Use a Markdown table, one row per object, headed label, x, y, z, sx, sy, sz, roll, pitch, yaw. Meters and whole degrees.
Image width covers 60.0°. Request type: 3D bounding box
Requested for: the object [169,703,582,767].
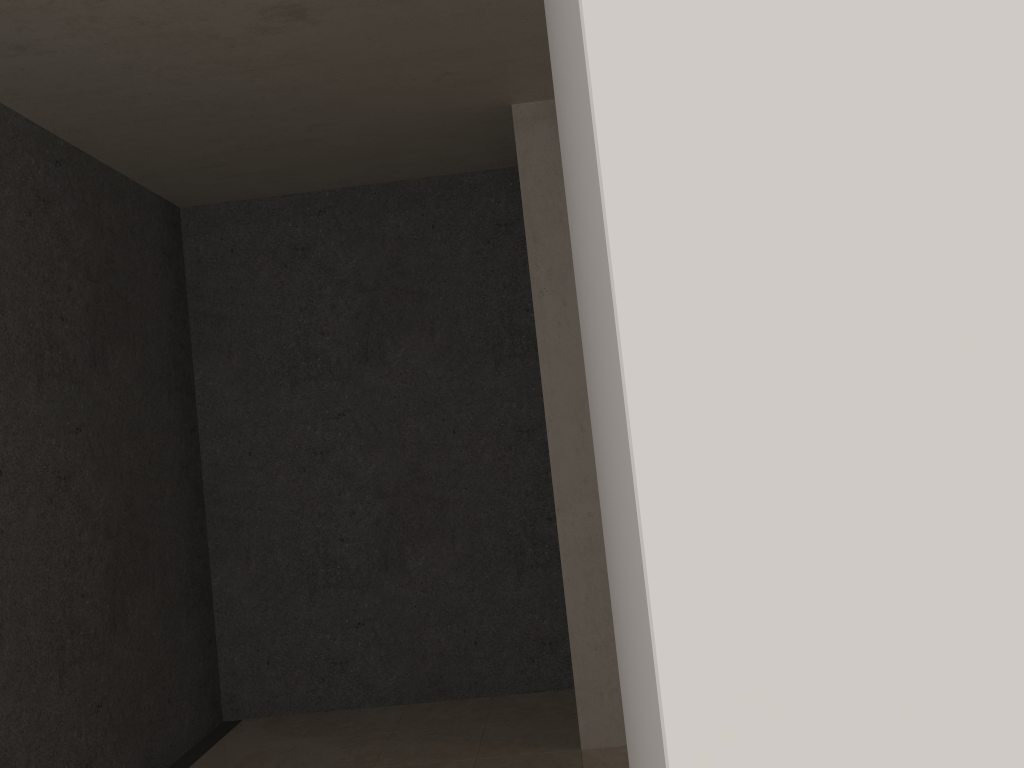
| label | x | y | z | sx | sy | sz | roll | pitch | yaw |
| --- | --- | --- | --- | --- | --- | --- | --- | --- | --- |
| object | 1.331 | 0.665 | 2.212 | 6.200 | 1.455 | 4.200 | -6 | -4 | 3 |
